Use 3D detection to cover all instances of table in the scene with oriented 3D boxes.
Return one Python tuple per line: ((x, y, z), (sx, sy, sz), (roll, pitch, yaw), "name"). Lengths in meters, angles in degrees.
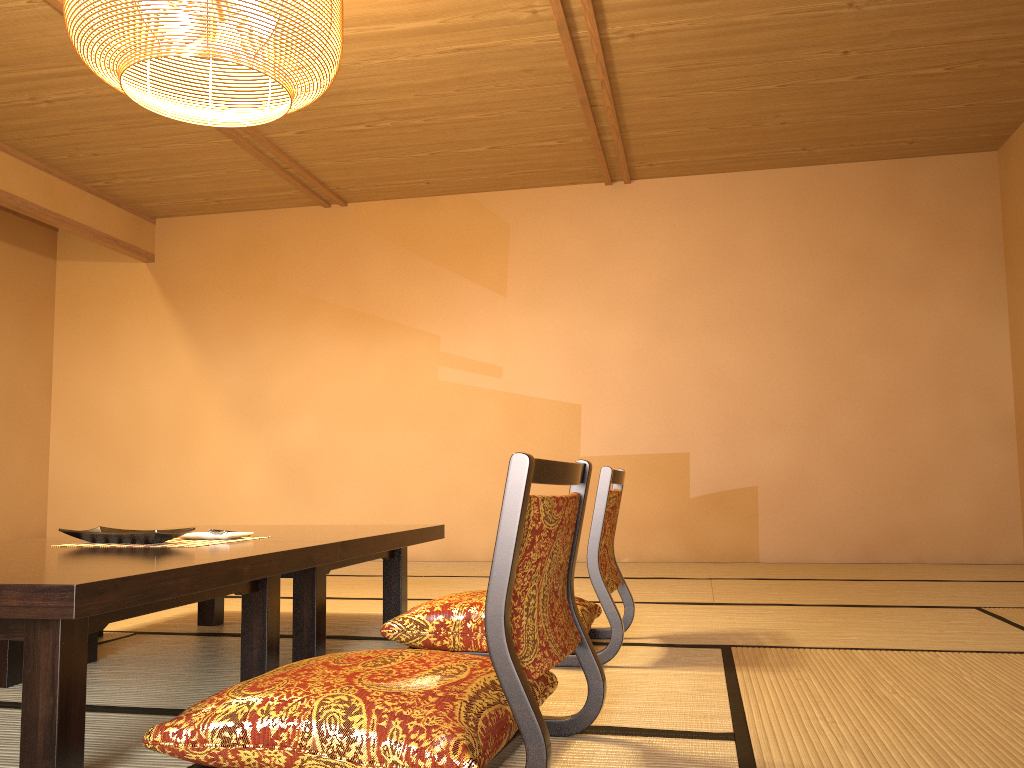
((-0.833, 0.656, 2.855), (0.995, 0.356, 0.996), (-2, -7, 12), "table")
((-1.032, 0.547, 1.885), (0.995, 0.356, 0.996), (-2, -7, 12), "table")

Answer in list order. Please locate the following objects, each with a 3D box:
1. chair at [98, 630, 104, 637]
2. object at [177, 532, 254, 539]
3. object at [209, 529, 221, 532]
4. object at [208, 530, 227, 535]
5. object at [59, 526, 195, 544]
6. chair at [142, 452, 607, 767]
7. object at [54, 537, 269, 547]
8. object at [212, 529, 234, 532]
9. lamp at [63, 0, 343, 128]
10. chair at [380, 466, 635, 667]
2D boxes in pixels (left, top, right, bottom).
((-1.744, 0.577, 2.897), (0.687, 0.545, 0.583), (-2, -6, 16), "chair")
((-0.830, 0.422, 2.461), (0.180, 0.014, 0.130), (-2, -7, 13), "object")
((-0.821, 0.426, 2.544), (0.006, 0.030, 0.229), (-1, -7, 3), "object")
((-0.821, 0.418, 2.474), (0.050, 0.018, 0.015), (-2, -6, 8), "object")
((-1.008, 0.396, 2.318), (0.349, 0.039, 0.129), (-4, -7, 25), "object")
((-0.204, 0.415, 1.655), (0.687, 0.545, 0.583), (-2, -6, 16), "chair")
((-0.927, 0.423, 2.384), (0.401, 0.003, 0.399), (-2, -7, 12), "object")
((-0.804, 0.426, 2.545), (0.006, 0.030, 0.229), (-2, -7, 9), "object")
((-0.922, -1.282, 2.716), (0.799, 0.824, 0.799), (-5, -7, 35), "lamp")
((0.009, 0.534, 2.717), (0.699, 0.545, 0.583), (-2, -6, 11), "chair")
